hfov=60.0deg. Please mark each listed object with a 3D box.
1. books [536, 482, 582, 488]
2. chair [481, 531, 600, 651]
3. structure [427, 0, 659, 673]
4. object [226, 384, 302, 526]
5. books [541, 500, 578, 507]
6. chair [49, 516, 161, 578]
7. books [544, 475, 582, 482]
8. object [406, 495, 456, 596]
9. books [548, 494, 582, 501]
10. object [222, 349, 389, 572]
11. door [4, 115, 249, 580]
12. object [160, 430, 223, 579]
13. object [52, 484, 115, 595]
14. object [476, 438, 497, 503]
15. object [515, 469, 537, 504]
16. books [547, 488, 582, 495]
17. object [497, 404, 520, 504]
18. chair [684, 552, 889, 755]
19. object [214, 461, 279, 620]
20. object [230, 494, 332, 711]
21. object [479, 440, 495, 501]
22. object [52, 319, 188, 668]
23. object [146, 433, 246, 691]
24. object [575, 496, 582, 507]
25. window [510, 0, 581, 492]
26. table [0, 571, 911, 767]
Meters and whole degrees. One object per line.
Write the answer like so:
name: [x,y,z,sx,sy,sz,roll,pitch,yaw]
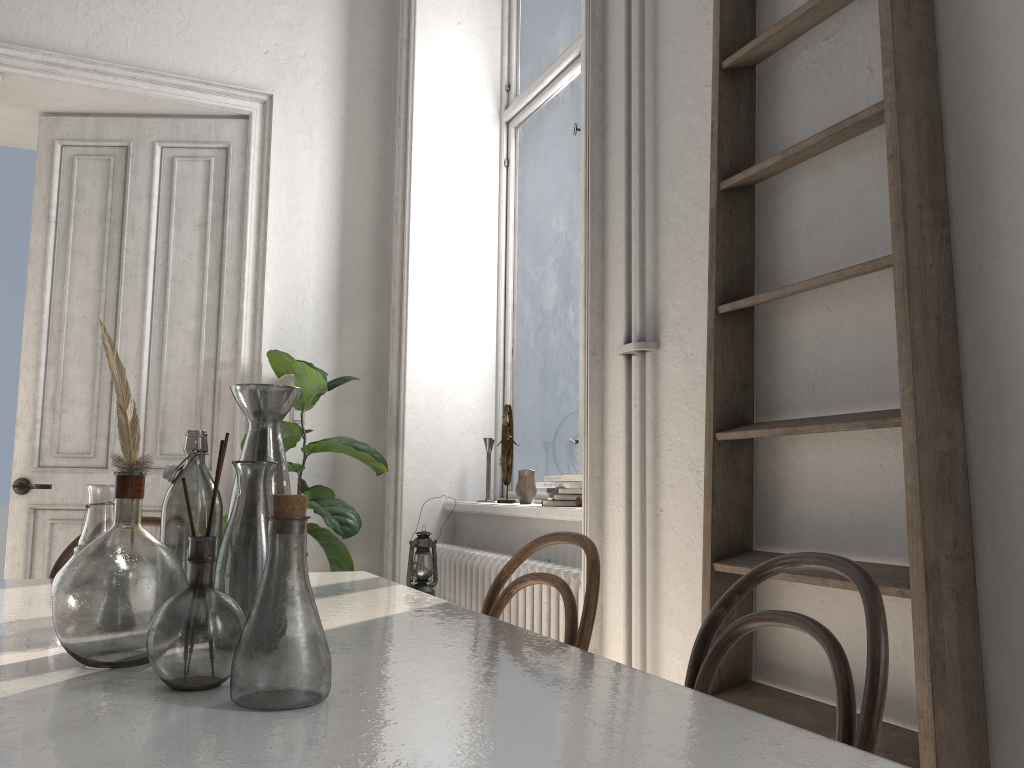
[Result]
books: [0.209,0.376,3.280,0.155,0.020,0.205,5,-8,-33]
chair: [-0.121,0.733,1.591,0.549,0.920,0.438,4,-7,-25]
structure: [0.676,-1.013,1.849,0.340,4.469,5.186,4,-7,-23]
object: [-0.409,0.196,1.447,0.116,0.382,0.116,2,-7,-12]
books: [0.220,0.443,3.289,0.147,0.023,0.221,-2,-8,25]
chair: [-0.875,0.770,1.992,0.438,0.920,0.549,3,-7,-15]
books: [0.236,0.350,3.273,0.174,0.019,0.244,2,-7,-13]
object: [-0.303,0.587,3.162,0.163,0.383,0.154,-5,-8,40]
books: [0.219,0.419,3.285,0.155,0.022,0.205,1,-7,-3]
object: [-0.139,0.257,1.500,0.792,1.840,5.832,3,-7,-18]
door: [-1.816,0.069,4.225,1.097,2.811,0.216,1,-6,1]
object: [-0.473,0.219,1.309,0.086,0.301,0.086,6,-8,-37]
object: [-0.698,0.280,1.498,0.132,0.219,0.132,5,-8,-34]
object: [-0.109,0.386,3.971,0.095,0.288,0.095,1,-6,-1]
object: [0.057,0.420,3.621,0.100,0.142,0.102,-5,-9,41]
books: [0.219,0.397,3.285,0.147,0.023,0.221,2,-7,-7]
object: [-0.014,0.300,3.814,0.087,0.424,0.348,0,-7,9]
chair: [0.180,0.678,1.099,0.549,0.920,0.438,3,-7,-16]
object: [-0.362,0.235,1.231,0.098,0.254,0.100,-5,-9,43]
object: [-0.238,0.222,0.928,0.101,0.211,0.101,-1,-7,16]
object: [-0.104,0.402,4.101,0.095,0.288,0.095,0,-6,8]
object: [-0.485,0.125,1.126,0.157,0.445,0.157,1,-6,-5]
object: [-0.347,0.193,0.994,0.107,0.283,0.107,4,-7,-28]
object: [0.297,0.410,3.118,0.153,0.048,0.088,-1,-7,16]
window: [0.339,-0.978,3.659,0.013,2.840,1.623,4,-7,-23]
table: [-0.465,0.739,1.104,1.100,0.779,2.202,4,-7,-23]
